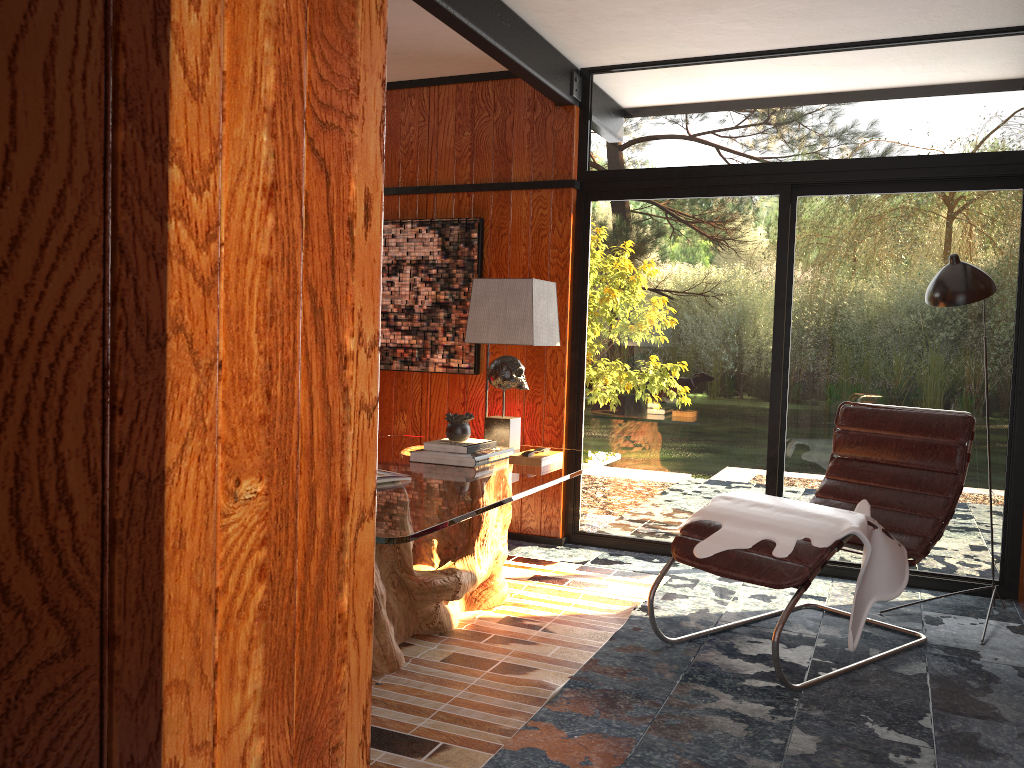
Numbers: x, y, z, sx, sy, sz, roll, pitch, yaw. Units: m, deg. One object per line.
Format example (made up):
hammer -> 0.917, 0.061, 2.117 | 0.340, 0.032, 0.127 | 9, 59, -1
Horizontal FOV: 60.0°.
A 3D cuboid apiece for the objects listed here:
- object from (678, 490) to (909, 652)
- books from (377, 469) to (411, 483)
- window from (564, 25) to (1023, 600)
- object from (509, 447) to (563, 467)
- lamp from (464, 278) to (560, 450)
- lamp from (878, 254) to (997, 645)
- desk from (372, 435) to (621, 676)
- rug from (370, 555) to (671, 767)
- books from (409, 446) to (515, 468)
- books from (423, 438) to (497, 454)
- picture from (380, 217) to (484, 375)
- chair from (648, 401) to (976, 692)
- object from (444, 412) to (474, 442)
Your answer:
object -> 1.079, 0.678, 3.286 | 0.897, 0.489, 0.713 | 1, 3, -9
books -> -0.589, 0.292, 2.910 | 0.300, 0.049, 0.422 | 5, 4, 42
window -> 1.373, -0.354, 4.420 | 2.260, 2.580, 0.085 | 3, 3, 23
object -> 0.097, 0.283, 3.498 | 0.135, 0.049, 0.238 | 3, 3, 23
lamp -> 0.003, -0.079, 3.831 | 0.316, 0.732, 0.316 | 3, 3, 23
lamp -> 1.824, 0.230, 3.726 | 0.410, 1.514, 0.595 | 4, 4, 32
desk -> -0.429, 0.622, 3.216 | 1.150, 0.632, 1.900 | 3, 3, 23
rug -> -0.819, 0.898, 3.604 | 2.410, 0.042, 2.439 | 3, 3, 23
books -> -0.191, 0.279, 3.504 | 0.286, 0.040, 0.366 | 3, 3, 23
books -> -0.205, 0.243, 3.512 | 0.198, 0.029, 0.249 | 3, 3, 25
picture -> -0.599, -0.508, 5.108 | 0.916, 0.873, 0.061 | 3, 3, 23
chair -> 1.171, 0.541, 3.383 | 1.298, 0.886, 0.593 | -1, 4, -39
object -> -0.211, 0.171, 3.523 | 0.118, 0.114, 0.121 | 3, 3, 17
